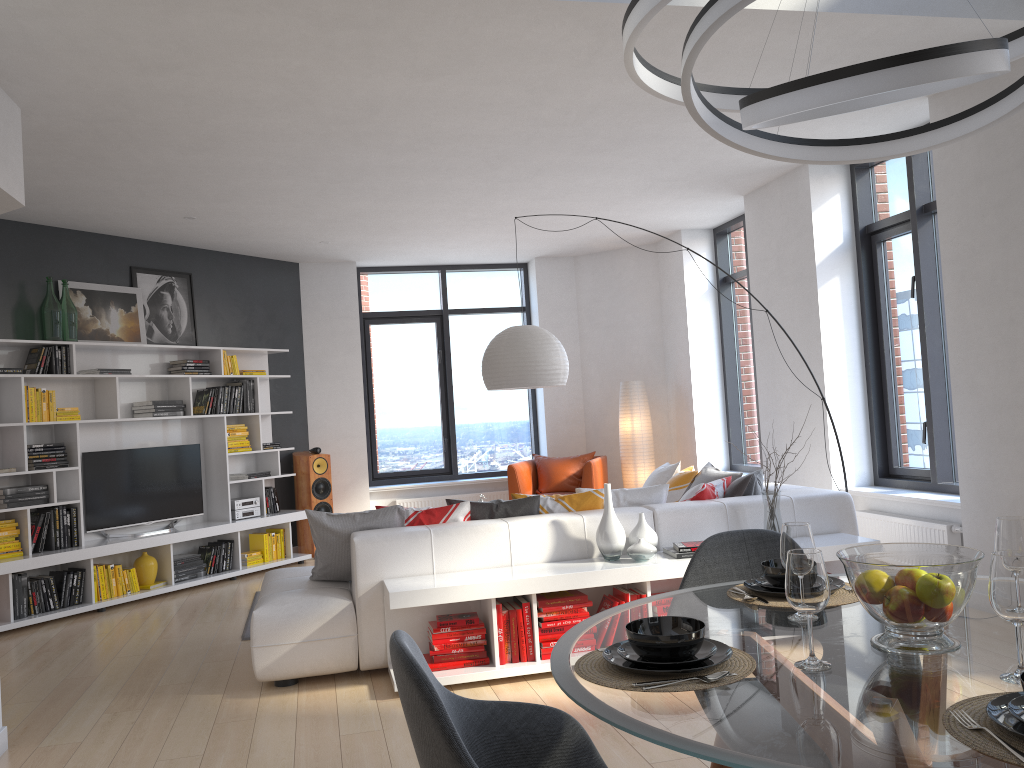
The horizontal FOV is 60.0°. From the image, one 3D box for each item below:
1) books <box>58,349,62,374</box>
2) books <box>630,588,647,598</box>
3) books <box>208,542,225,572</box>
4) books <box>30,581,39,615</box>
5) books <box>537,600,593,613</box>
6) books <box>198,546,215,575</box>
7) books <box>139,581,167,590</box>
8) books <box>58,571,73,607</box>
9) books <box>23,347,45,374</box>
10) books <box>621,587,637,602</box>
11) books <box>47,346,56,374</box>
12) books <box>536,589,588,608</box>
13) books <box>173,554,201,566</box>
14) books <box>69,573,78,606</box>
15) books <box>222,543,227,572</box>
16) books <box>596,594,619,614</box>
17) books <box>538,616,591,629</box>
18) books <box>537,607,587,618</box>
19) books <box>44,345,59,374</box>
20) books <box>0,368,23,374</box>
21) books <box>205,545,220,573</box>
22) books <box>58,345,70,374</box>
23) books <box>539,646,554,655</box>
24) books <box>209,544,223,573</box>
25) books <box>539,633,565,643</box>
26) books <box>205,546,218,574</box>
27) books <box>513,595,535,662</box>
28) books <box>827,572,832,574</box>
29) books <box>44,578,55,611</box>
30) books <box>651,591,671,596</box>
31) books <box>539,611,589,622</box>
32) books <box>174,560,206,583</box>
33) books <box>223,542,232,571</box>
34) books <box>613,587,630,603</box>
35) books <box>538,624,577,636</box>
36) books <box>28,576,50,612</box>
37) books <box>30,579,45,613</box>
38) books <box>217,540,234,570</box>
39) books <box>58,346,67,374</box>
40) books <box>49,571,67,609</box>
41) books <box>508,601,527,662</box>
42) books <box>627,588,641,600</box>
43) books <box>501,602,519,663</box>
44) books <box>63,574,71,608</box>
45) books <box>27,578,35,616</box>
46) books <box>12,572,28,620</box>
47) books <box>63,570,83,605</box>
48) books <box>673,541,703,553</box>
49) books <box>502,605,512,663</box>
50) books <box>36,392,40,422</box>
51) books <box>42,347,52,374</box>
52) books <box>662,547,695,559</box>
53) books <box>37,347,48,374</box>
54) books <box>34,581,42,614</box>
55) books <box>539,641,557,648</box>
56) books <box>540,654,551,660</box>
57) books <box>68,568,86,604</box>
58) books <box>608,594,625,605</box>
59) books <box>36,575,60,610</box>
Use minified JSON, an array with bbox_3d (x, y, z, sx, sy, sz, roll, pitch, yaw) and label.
[{"bbox_3d":[-3.483,-0.162,6.751,0.147,0.200,0.021,-5,-2,32],"label":"books"},{"bbox_3d":[0.656,1.195,4.549,0.028,0.269,0.181,-3,-2,-13],"label":"books"},{"bbox_3d":[-2.601,1.516,7.772,0.192,0.254,0.075,-5,-2,31],"label":"books"},{"bbox_3d":[-3.481,1.534,6.371,0.189,0.240,0.053,-5,-2,32],"label":"books"},{"bbox_3d":[0.249,1.113,4.489,0.266,0.026,0.187,-3,-2,-18],"label":"books"},{"bbox_3d":[-2.662,1.527,7.665,0.182,0.234,0.104,-5,-2,32],"label":"books"},{"bbox_3d":[-2.974,1.632,7.183,0.270,0.029,0.204,-4,-2,17],"label":"books"},{"bbox_3d":[-3.347,1.524,6.603,0.192,0.254,0.075,-5,-2,31],"label":"books"},{"bbox_3d":[-3.572,-0.167,6.620,0.166,0.213,0.096,-5,-2,30],"label":"books"},{"bbox_3d":[0.594,1.199,4.560,0.038,0.270,0.215,-3,-2,-13],"label":"books"},{"bbox_3d":[-3.509,-0.170,6.710,0.156,0.221,0.021,-5,-2,32],"label":"books"},{"bbox_3d":[0.227,1.084,4.494,0.259,0.034,0.206,-3,-2,-16],"label":"books"},{"bbox_3d":[-2.833,1.486,7.497,0.250,0.047,0.310,-5,-2,28],"label":"books"},{"bbox_3d":[-3.322,1.528,6.618,0.179,0.243,0.071,-5,-2,31],"label":"books"},{"bbox_3d":[-2.581,1.523,7.791,0.179,0.243,0.068,-5,-2,31],"label":"books"},{"bbox_3d":[0.458,1.217,4.519,0.144,0.247,0.188,-3,-2,-13],"label":"books"},{"bbox_3d":[0.243,1.187,4.487,0.261,0.027,0.191,-3,-2,-17],"label":"books"},{"bbox_3d":[0.230,1.139,4.490,0.257,0.025,0.182,-3,-2,-13],"label":"books"},{"bbox_3d":[-3.501,-0.176,6.734,0.176,0.232,0.025,-5,-2,32],"label":"books"},{"bbox_3d":[-3.704,-0.084,6.371,0.208,0.046,0.268,-5,-2,36],"label":"books"},{"bbox_3d":[-2.619,1.526,7.716,0.169,0.233,0.081,-5,-2,31],"label":"books"},{"bbox_3d":[-3.448,-0.178,6.797,0.174,0.230,0.019,-5,-2,32],"label":"books"},{"bbox_3d":[0.263,1.309,4.461,0.282,0.030,0.188,-3,-2,-12],"label":"books"},{"bbox_3d":[-2.590,1.522,7.738,0.172,0.242,0.069,-5,-2,33],"label":"books"},{"bbox_3d":[0.253,1.256,4.502,0.301,0.032,0.227,-3,-2,-13],"label":"books"},{"bbox_3d":[-2.648,1.528,7.696,0.187,0.234,0.096,-5,-2,32],"label":"books"},{"bbox_3d":[0.059,1.218,4.444,0.049,0.291,0.214,-3,-2,-13],"label":"books"},{"bbox_3d":[1.733,1.142,4.812,0.116,0.255,0.198,-3,-2,-13],"label":"books"},{"bbox_3d":[-3.416,1.530,6.455,0.177,0.242,0.066,-5,-2,32],"label":"books"},{"bbox_3d":[0.837,1.132,4.665,0.301,0.032,0.227,-3,-2,-13],"label":"books"},{"bbox_3d":[0.251,1.161,4.485,0.236,0.023,0.178,-3,-2,-13],"label":"books"},{"bbox_3d":[-2.805,1.577,7.487,0.277,0.137,0.343,-5,-2,27],"label":"books"},{"bbox_3d":[-2.565,1.518,7.825,0.191,0.249,0.084,-5,-2,32],"label":"books"},{"bbox_3d":[0.560,1.196,4.536,0.046,0.282,0.199,-3,-2,-13],"label":"books"},{"bbox_3d":[0.244,1.221,4.502,0.279,0.039,0.206,-3,-2,-12],"label":"books"},{"bbox_3d":[-3.439,1.525,6.434,0.193,0.255,0.066,-5,-2,32],"label":"books"},{"bbox_3d":[-3.444,1.530,6.403,0.169,0.242,0.050,-5,-2,32],"label":"books"},{"bbox_3d":[-2.548,1.513,7.855,0.197,0.260,0.066,-5,-2,32],"label":"books"},{"bbox_3d":[-3.469,-0.170,6.777,0.169,0.218,0.038,-5,-2,32],"label":"books"},{"bbox_3d":[-3.375,1.522,6.565,0.197,0.260,0.066,-5,-2,32],"label":"books"},{"bbox_3d":[0.028,1.235,4.431,0.042,0.259,0.195,-3,-2,-13],"label":"books"},{"bbox_3d":[0.626,1.200,4.558,0.028,0.266,0.188,-3,-2,-13],"label":"books"},{"bbox_3d":[-0.012,1.238,4.433,0.034,0.259,0.207,-3,-2,-13],"label":"books"},{"bbox_3d":[-3.339,1.530,6.568,0.172,0.242,0.069,-5,-2,33],"label":"books"},{"bbox_3d":[-3.502,1.519,6.347,0.202,0.268,0.053,-5,-2,32],"label":"books"},{"bbox_3d":[-3.555,1.497,6.274,0.259,0.321,0.128,-5,-2,32],"label":"books"},{"bbox_3d":[-3.312,1.526,6.656,0.191,0.249,0.084,-5,-2,32],"label":"books"},{"bbox_3d":[0.977,0.851,4.649,0.238,0.027,0.188,-4,-2,1],"label":"books"},{"bbox_3d":[-0.044,1.241,4.424,0.031,0.255,0.181,-3,-2,-13],"label":"books"},{"bbox_3d":[-3.557,0.175,6.578,0.156,0.229,0.024,-5,-2,32],"label":"books"},{"bbox_3d":[-3.534,-0.167,6.668,0.154,0.212,0.074,-5,-2,31],"label":"books"},{"bbox_3d":[0.974,0.879,4.673,0.300,0.026,0.245,-3,-2,-8],"label":"books"},{"bbox_3d":[-3.560,-0.166,6.651,0.171,0.214,0.087,-5,-2,32],"label":"books"},{"bbox_3d":[-3.462,1.534,6.388,0.170,0.236,0.049,-5,-2,33],"label":"books"},{"bbox_3d":[0.259,1.282,4.465,0.266,0.026,0.187,-3,-2,-13],"label":"books"},{"bbox_3d":[0.258,1.338,4.476,0.274,0.029,0.200,-3,-2,-13],"label":"books"},{"bbox_3d":[-3.295,1.521,6.686,0.197,0.260,0.066,-5,-2,32],"label":"books"},{"bbox_3d":[0.500,1.215,4.522,0.115,0.245,0.192,-3,-2,-13],"label":"books"},{"bbox_3d":[-3.400,1.526,6.486,0.191,0.249,0.083,-5,-2,32],"label":"books"}]
